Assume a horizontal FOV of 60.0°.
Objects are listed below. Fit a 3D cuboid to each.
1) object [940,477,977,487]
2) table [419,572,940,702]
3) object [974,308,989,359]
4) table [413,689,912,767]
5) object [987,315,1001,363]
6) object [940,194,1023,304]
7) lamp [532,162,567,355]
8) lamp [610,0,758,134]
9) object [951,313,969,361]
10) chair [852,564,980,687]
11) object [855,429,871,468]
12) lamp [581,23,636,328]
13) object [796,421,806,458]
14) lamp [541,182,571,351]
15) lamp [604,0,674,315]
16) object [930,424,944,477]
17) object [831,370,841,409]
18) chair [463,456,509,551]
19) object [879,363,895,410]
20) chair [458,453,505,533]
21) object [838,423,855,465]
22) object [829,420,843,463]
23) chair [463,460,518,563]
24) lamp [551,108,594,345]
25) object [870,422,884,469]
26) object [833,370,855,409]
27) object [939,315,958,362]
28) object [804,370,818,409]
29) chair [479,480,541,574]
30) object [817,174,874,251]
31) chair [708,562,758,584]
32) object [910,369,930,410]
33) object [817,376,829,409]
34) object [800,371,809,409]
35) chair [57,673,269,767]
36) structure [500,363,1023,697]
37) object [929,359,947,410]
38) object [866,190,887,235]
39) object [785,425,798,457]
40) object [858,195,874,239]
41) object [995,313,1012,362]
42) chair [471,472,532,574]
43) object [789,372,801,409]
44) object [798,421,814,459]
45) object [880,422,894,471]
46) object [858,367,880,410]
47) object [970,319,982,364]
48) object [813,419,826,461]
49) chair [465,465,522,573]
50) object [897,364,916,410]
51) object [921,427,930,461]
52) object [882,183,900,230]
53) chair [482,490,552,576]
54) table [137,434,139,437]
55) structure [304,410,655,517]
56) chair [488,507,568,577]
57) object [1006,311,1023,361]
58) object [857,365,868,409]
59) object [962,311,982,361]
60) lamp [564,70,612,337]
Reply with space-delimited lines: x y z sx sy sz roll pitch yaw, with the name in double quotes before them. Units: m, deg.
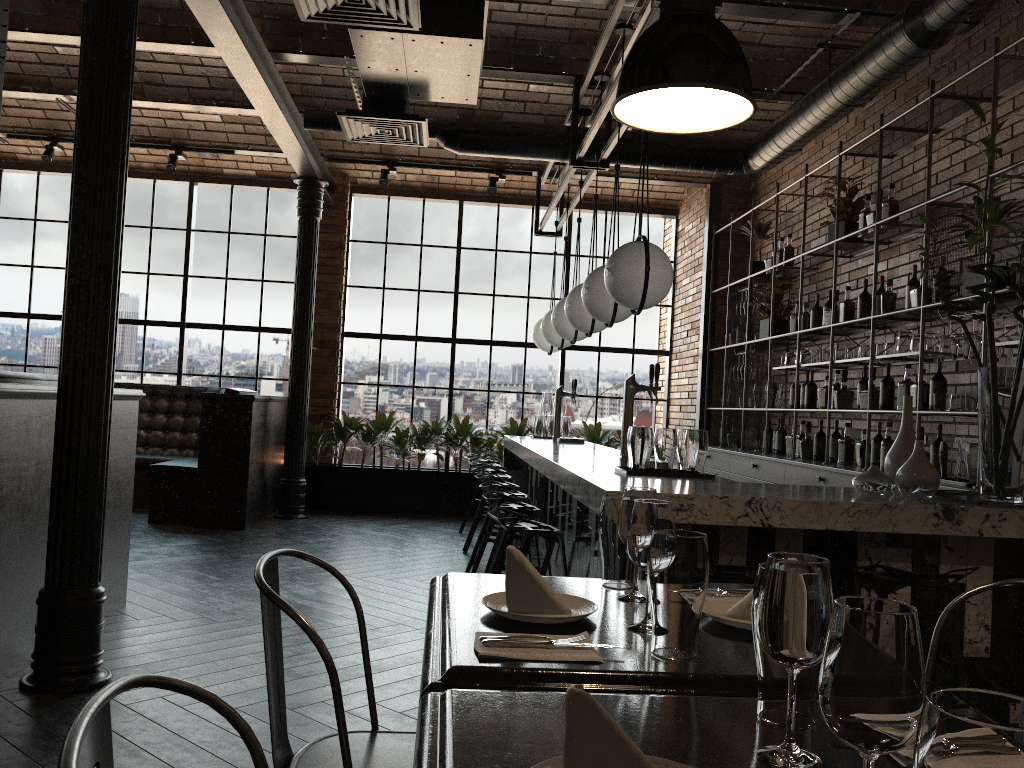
"object" 2.305 0.497 4.475 0.273 0.019 0.437 3 -2 -4
"table" 0.245 0.848 1.784 0.872 0.758 0.872 3 -2 -4
"object" 2.319 -0.245 4.348 0.092 0.244 0.092 2 -2 35
"table" 0.310 0.828 0.904 0.872 0.758 0.872 3 -2 -4
"object" 2.468 -0.231 4.562 0.092 0.244 0.092 2 -2 35
"object" 2.390 -0.703 4.501 0.398 0.560 0.374 4 -2 -32
"lamp" 0.389 -1.134 8.045 0.340 1.754 0.340 2 -2 42
"lamp" 0.389 -1.375 1.817 0.291 1.653 0.291 2 -2 41
"object" 2.304 -0.240 4.550 0.092 0.244 0.092 2 -2 35
"chair" 1.276 0.943 2.936 0.475 0.737 0.414 3 -2 -9
"object" 2.273 0.414 5.716 0.094 0.248 0.151 3 -2 5
"lamp" 0.606 -1.200 5.122 0.340 1.754 0.340 2 -2 42
"object" 2.200 0.419 6.720 0.083 0.282 0.083 3 -2 -4
"lamp" 0.443 -1.151 7.314 0.340 1.754 0.340 2 -2 42
"lamp" 0.660 -1.216 4.391 0.340 1.754 0.340 2 -2 42
"object" 2.342 0.368 4.865 0.086 0.299 0.086 2 -2 45
"object" 2.261 0.043 6.171 0.083 0.282 0.083 3 -2 -4
"chair" -0.172 0.982 7.334 0.414 0.737 0.475 3 -2 1
"object" 2.317 0.019 5.471 0.086 0.299 0.086 2 -2 45
"chair" -0.214 0.995 7.903 0.414 0.737 0.475 3 -2 -14
"object" 2.256 0.402 5.976 0.083 0.282 0.083 4 -2 -19
"object" 2.250 0.398 6.159 0.086 0.298 0.086 2 -2 45
"chair" -0.130 0.969 6.772 0.414 0.737 0.475 3 -2 -9
"lamp" 0.497 -1.167 6.583 0.340 1.754 0.340 2 -2 42
"object" 2.300 0.386 5.564 0.086 0.298 0.086 2 -2 45
"object" 2.258 0.042 6.032 0.123 0.279 0.123 3 -2 9
"object" 2.296 -0.238 4.659 0.092 0.244 0.092 2 -2 35
"object" 2.232 0.046 6.613 0.086 0.297 0.086 2 -2 45
"chair" 0.007 0.928 4.937 0.414 0.737 0.475 3 -2 1
"object" 2.361 -1.217 6.255 0.430 0.526 0.425 3 -2 -2
"chair" 0.694 0.910 2.894 0.475 0.737 0.414 3 -2 1
"object" 2.341 0.037 5.076 0.094 0.248 0.151 3 -2 5
"object" 2.248 0.065 6.324 0.094 0.248 0.151 3 -2 -15
"object" 2.249 0.050 6.766 0.086 0.298 0.086 2 -2 45
"chair" -0.164 0.752 0.893 0.558 0.857 0.504 3 -2 -14
"structure" 1.075 0.660 5.744 1.930 1.430 5.346 3 -2 -4
"object" 2.368 0.009 4.924 0.086 0.298 0.086 2 -2 45
"object" 2.360 -1.107 5.705 0.123 0.279 0.123 3 -2 -1
"object" 2.187 0.440 6.874 0.094 0.248 0.151 3 -2 -15
"object" 2.347 -1.106 5.861 0.083 0.282 0.083 3 -2 -4
"object" 2.475 -0.233 4.463 0.092 0.244 0.092 2 -2 35
"chair" -0.039 0.942 5.554 0.414 0.737 0.475 3 -2 -9
"object" 2.213 0.053 6.910 0.086 0.299 0.086 2 -2 45
"object" 2.197 0.417 6.581 0.123 0.279 0.123 3 -2 9
"object" 2.297 0.383 5.418 0.080 0.299 0.080 3 -2 -2
"object" 2.287 0.033 5.639 0.123 0.279 0.123 3 -2 -16
"object" 2.460 -0.229 4.671 0.092 0.244 0.092 2 -2 35
"object" 2.204 0.401 6.337 0.086 0.297 0.086 2 -2 30
"chair" -0.087 0.956 6.193 0.414 0.737 0.475 3 -2 6
"object" 2.331 0.022 5.229 0.083 0.282 0.083 4 -2 -19
"object" 2.312 0.382 5.032 0.123 0.279 0.123 3 -2 -16
"object" 2.370 -1.113 5.548 0.083 0.282 0.083 4 -2 -19
"chair" 0.050 0.915 4.355 0.414 0.737 0.475 3 -2 -9
"table" -3.865 0.786 7.729 0.872 0.758 0.872 3 -2 -4
"structure" -0.264 0.867 9.501 4.107 1.072 0.757 3 -2 -5
"chair" 0.102 0.899 3.654 0.414 0.737 0.475 3 -2 -14
"object" 2.483 -0.236 4.360 0.092 0.244 0.092 2 -2 35
"object" 2.298 0.027 5.781 0.086 0.298 0.086 2 -2 45
"object" 2.311 -0.242 4.451 0.092 0.244 0.092 2 -2 35
"lamp" 0.552 -1.183 5.853 0.340 1.754 0.340 2 -2 42
